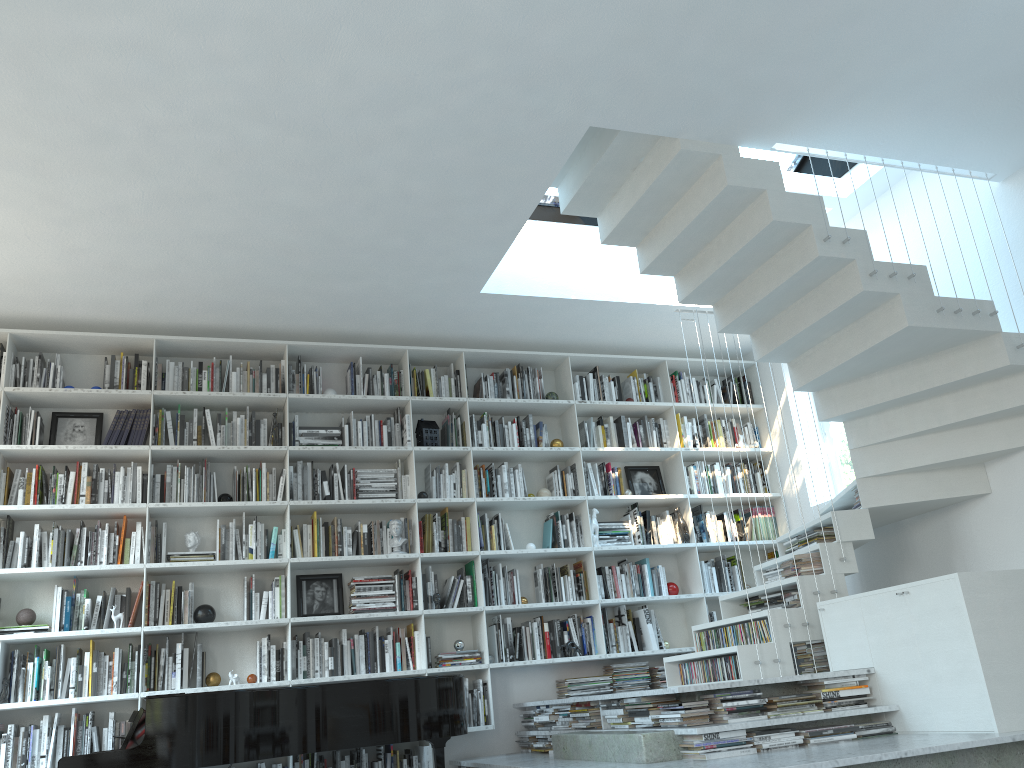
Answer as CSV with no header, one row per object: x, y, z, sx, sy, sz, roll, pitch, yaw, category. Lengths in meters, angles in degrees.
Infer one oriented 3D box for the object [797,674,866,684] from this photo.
1.591,1.464,4.427,0.284,0.030,0.177,2,-21,-20,object

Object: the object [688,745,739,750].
0.911,1.633,3.990,0.204,0.004,0.140,1,-21,-17,object

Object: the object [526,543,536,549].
0.133,1.164,6.296,0.071,0.072,0.072,-16,-22,26,object

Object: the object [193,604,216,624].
-1.900,1.431,5.482,0.134,0.135,0.134,-16,-22,26,object

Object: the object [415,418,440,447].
-0.600,0.368,6.311,0.135,0.247,0.136,6,-22,-29,object

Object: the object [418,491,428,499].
-0.616,0.777,6.115,0.071,0.072,0.072,-16,-22,26,object

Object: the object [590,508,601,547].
0.594,1.039,6.386,0.087,0.287,0.075,-10,-20,13,object

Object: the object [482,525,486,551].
-0.217,1.110,6.248,0.013,0.207,0.140,1,-21,-20,object

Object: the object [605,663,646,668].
0.802,1.994,6.286,0.254,0.005,0.161,1,-21,-19,object

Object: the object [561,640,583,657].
0.408,1.797,6.018,0.161,0.113,0.065,7,-23,-31,object

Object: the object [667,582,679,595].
1.177,1.527,6.566,0.115,0.116,0.115,12,-26,-40,object

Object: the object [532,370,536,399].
0.153,0.052,6.798,0.006,0.296,0.130,1,-21,-20,object

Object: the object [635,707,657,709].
0.726,1.629,4.477,0.142,0.006,0.204,2,-21,-21,object

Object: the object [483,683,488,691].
-0.173,2.090,5.792,0.011,0.259,0.142,1,-21,-20,object

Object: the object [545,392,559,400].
0.301,0.111,6.718,0.104,0.105,0.104,-16,-22,26,object

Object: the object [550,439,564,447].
0.334,0.459,6.603,0.101,0.101,0.101,12,-26,-40,object

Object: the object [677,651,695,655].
1.305,1.954,6.440,0.130,0.015,0.210,2,-21,-21,object

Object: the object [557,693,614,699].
0.504,2.149,6.104,0.346,0.007,0.194,4,-22,-24,object

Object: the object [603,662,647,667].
0.804,1.986,6.279,0.285,0.005,0.160,0,-21,-15,object

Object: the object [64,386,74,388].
-2.827,0.052,5.661,0.083,0.083,0.083,12,-26,-40,object

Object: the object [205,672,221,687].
-1.814,1.798,5.383,0.091,0.091,0.091,12,-26,-40,object

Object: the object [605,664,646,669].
0.802,2.005,6.284,0.254,0.005,0.161,2,-21,-20,object

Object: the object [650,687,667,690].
1.166,2.173,6.355,0.328,0.008,0.208,2,-21,-20,object

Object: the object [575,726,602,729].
0.487,1.972,5.100,0.145,0.010,0.267,3,-22,-23,object

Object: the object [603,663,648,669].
0.801,2.000,6.287,0.285,0.005,0.160,2,-21,-20,object

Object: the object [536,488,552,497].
0.235,0.822,6.518,0.112,0.112,0.112,12,-26,-40,object

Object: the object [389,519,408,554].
-0.771,1.029,5.920,0.138,0.243,0.137,-19,-23,32,object

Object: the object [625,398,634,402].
0.920,0.145,6.932,0.071,0.072,0.072,-16,-22,26,object

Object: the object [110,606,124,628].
-2.317,1.367,5.196,0.082,0.139,0.044,8,-24,-35,object

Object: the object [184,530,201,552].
-2.028,1.002,5.625,0.095,0.156,0.121,-3,-20,-7,object

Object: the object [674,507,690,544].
1.277,1.066,6.648,0.087,0.287,0.075,-10,-20,13,object

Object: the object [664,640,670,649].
1.108,1.895,6.424,0.071,0.072,0.072,-16,-22,26,object

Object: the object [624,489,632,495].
0.865,0.840,6.712,0.091,0.092,0.092,-16,-22,26,object

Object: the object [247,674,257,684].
-1.588,1.803,5.416,0.061,0.062,0.061,-16,-22,26,object

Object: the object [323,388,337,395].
-1.276,0.084,6.208,0.105,0.105,0.105,12,-26,-40,object

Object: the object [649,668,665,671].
1.153,2.052,6.397,0.328,0.008,0.208,2,-21,-20,object

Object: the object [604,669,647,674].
0.802,2.035,6.272,0.254,0.005,0.161,2,-21,-20,object

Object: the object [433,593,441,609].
-0.492,1.431,5.839,0.054,0.113,0.079,2,-21,-21,object

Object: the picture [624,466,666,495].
1.042,0.779,6.900,0.300,0.298,0.078,2,-21,-20,picture

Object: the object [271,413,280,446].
-1.569,0.313,5.900,0.075,0.254,0.075,11,-25,-39,object

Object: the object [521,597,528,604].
0.075,1.519,6.177,0.071,0.072,0.072,-16,-22,26,object

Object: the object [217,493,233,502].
-1.857,0.756,5.738,0.097,0.098,0.097,-16,-22,26,object

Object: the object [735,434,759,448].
1.874,0.471,7.114,0.203,0.136,0.095,-4,-19,-5,object

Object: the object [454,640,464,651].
-0.349,1.723,5.846,0.071,0.072,0.072,-16,-22,26,object

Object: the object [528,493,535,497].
0.136,0.831,6.452,0.068,0.068,0.068,12,-26,-40,object

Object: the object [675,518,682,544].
1.237,1.148,6.759,0.022,0.211,0.179,1,-21,-20,object

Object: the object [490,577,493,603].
-0.165,1.434,6.161,0.007,0.265,0.135,1,-21,-20,object

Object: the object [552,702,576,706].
0.376,1.941,5.399,0.159,0.007,0.286,3,-21,-22,object

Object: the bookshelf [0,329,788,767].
-0.850,1.251,5.891,6.297,3.130,0.331,2,-21,-20,bookshelf

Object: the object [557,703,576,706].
0.390,1.947,5.402,0.144,0.005,0.258,2,-21,-20,object

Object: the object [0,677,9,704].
-2.813,1.699,4.907,0.045,0.146,0.045,-12,-20,17,object

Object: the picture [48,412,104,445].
-2.785,0.318,5.668,0.300,0.298,0.078,2,-21,-20,picture

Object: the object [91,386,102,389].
-2.679,0.056,5.714,0.083,0.083,0.083,12,-26,-40,object

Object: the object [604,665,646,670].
0.802,2.010,6.282,0.254,0.005,0.161,2,-21,-20,object

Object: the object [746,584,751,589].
1.793,1.567,6.782,0.071,0.072,0.072,-16,-22,26,object

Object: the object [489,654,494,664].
-0.154,1.852,5.959,0.071,0.072,0.072,-16,-22,26,object

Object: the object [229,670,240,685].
-1.680,1.778,5.365,0.060,0.094,0.078,-4,-20,-4,object

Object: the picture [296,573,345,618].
-1.258,1.395,5.813,0.300,0.298,0.078,2,-21,-20,picture

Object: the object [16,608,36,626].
-2.831,1.362,5.166,0.105,0.106,0.105,12,-26,-40,object
